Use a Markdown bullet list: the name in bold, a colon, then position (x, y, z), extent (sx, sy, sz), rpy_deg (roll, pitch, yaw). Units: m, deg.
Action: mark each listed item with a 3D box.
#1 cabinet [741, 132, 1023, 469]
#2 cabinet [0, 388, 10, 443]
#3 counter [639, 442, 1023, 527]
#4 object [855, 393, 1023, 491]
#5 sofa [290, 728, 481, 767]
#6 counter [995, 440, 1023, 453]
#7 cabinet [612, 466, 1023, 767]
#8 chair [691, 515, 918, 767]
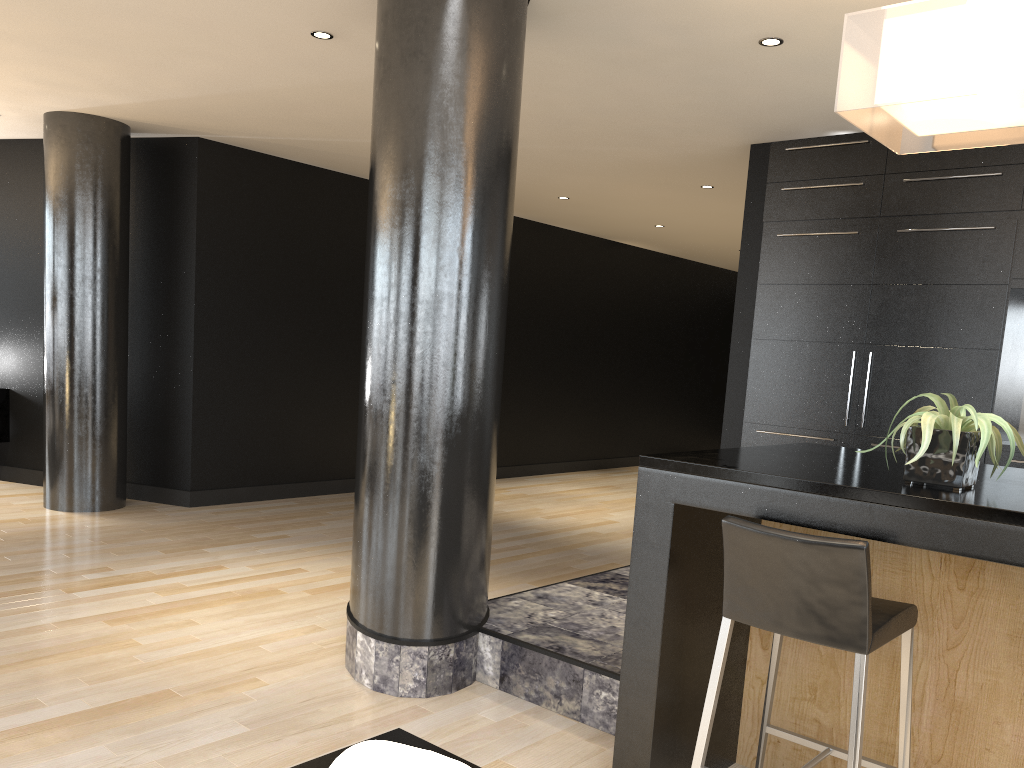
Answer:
- **cabinet**: position (3.888, -0.011, 4.010), extent (5.689, 2.550, 0.726), rpy_deg (6, 7, 40)
- **cabinet**: position (-5.282, 0.341, 7.320), extent (2.230, 0.775, 0.606), rpy_deg (5, 5, 18)
- **counter**: position (1.922, 0.346, 1.969), extent (3.094, 0.032, 1.178), rpy_deg (6, 3, 40)
- **object**: position (1.110, 0.141, 2.315), extent (0.398, 0.241, 0.403), rpy_deg (2, 4, -25)
- **sofa**: position (0.294, 0.944, 0.438), extent (2.018, 0.811, 0.836), rpy_deg (6, 5, 40)
- **counter**: position (3.872, 0.446, 4.088), extent (2.842, 0.034, 0.729), rpy_deg (6, 3, 40)
- **cabinet**: position (1.885, 0.881, 2.038), extent (3.094, 1.048, 1.177), rpy_deg (6, 5, 40)
- **chair**: position (0.794, 0.834, 2.367), extent (0.472, 0.973, 0.517), rpy_deg (9, 8, 40)
